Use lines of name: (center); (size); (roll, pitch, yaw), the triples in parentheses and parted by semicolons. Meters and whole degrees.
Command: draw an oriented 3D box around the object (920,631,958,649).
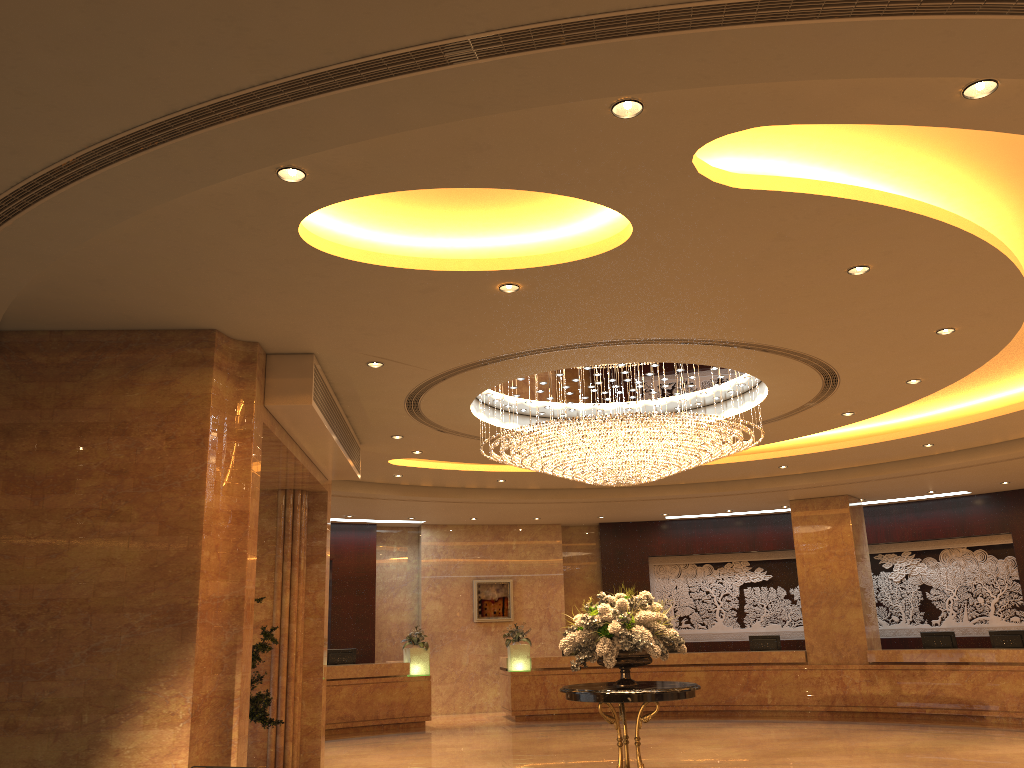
object: (7.630, 4.674, 15.819); (0.430, 0.500, 0.531); (0, -16, -7)

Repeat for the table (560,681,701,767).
table: (1.267, 3.739, 9.314); (1.493, 1.089, 1.493); (1, -16, -10)

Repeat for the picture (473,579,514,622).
picture: (-0.407, 4.753, 19.468); (0.875, 0.890, 0.068); (2, -16, -12)

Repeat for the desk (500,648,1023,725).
desk: (5.714, 5.330, 15.660); (12.951, 1.155, 3.466); (-11, -18, 29)

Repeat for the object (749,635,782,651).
object: (4.973, 5.186, 17.397); (0.430, 0.500, 0.531); (8, -18, -31)

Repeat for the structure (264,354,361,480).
structure: (-2.132, 0.507, 9.974); (0.425, 0.483, 4.113); (-1, -15, -4)

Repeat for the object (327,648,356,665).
object: (-3.332, 5.171, 16.419); (0.918, 0.500, 0.397); (4, -17, -21)

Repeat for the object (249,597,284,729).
object: (-3.288, 3.424, 10.082); (1.250, 2.363, 0.843); (5, -17, -22)

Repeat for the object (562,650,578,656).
object: (1.310, 5.444, 17.949); (0.531, 0.500, 0.430); (-12, -18, 32)

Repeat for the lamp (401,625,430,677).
lamp: (-1.842, 5.067, 16.876); (0.570, 0.923, 0.580); (0, -16, -7)

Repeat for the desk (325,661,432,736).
desk: (-3.780, 5.619, 15.713); (5.227, 1.155, 1.570); (11, -20, -38)

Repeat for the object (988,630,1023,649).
object: (8.431, 4.431, 15.023); (0.430, 0.500, 0.531); (-1, -15, -1)

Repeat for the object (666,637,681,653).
object: (3.119, 5.368, 17.862); (0.430, 0.500, 0.531); (12, -21, -41)

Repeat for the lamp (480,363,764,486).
lamp: (1.232, 0.569, 10.194); (3.206, 1.196, 3.204); (-11, -18, 32)

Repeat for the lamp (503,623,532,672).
lamp: (0.111, 5.179, 17.485); (0.577, 0.925, 0.542); (-1, -15, -2)

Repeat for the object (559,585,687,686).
object: (1.217, 2.742, 9.619); (1.277, 0.999, 1.318); (-9, -17, 26)

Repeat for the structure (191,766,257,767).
structure: (-1.478, 2.147, 2.366); (3.815, 0.995, 7.624); (-6, -16, 14)
